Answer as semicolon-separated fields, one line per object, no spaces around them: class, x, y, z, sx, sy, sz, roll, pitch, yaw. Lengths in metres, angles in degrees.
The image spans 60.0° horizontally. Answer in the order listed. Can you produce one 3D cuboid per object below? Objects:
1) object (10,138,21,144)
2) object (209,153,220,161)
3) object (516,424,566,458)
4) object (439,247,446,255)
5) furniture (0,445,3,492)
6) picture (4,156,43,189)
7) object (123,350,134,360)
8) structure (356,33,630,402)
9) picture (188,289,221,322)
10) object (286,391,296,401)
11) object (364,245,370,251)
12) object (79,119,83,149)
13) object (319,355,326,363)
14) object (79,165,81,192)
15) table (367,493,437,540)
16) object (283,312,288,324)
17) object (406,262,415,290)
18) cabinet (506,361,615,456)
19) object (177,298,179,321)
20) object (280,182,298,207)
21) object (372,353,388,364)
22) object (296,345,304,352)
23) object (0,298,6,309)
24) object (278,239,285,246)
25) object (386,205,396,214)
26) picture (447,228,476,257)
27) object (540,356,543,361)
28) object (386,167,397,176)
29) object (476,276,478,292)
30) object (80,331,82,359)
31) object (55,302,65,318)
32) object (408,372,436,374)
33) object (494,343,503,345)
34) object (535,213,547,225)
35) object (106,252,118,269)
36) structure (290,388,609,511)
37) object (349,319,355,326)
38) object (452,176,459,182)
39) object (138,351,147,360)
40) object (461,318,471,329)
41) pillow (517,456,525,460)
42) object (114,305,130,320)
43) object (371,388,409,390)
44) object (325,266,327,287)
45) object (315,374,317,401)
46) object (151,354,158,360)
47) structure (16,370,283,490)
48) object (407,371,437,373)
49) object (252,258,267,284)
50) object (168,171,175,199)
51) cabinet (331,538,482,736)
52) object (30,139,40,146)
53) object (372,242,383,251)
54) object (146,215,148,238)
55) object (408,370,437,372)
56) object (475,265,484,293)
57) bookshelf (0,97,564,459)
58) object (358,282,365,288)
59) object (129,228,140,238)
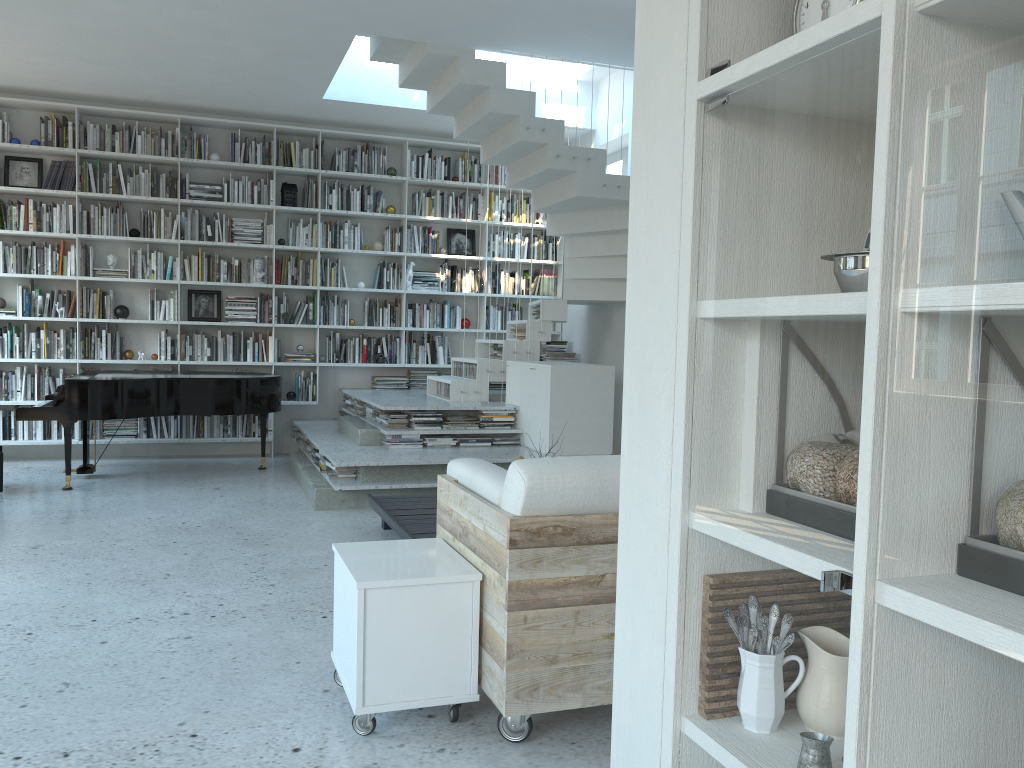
object;-4.325;-2.102;7.723;0.082;0.083;0.082;-2;5;-42
object;-2.770;-2.101;8.259;0.105;0.106;0.104;-2;5;-42
object;0.137;0.476;5.035;0.309;0.522;0.435;2;4;11
object;-0.714;-1.349;9.046;0.091;0.093;0.091;3;4;29
furniture;-3.858;0.590;6.395;0.240;0.354;0.467;-2;5;-44
picture;-4.314;-1.855;7.833;0.300;0.300;0.077;0;4;-19
object;-3.529;-0.270;8.163;0.091;0.092;0.091;-2;5;-42
structure;-0.142;-1.204;7.380;2.613;3.385;1.952;0;4;-19
picture;-2.916;-0.741;8.409;0.300;0.300;0.077;0;4;-19
object;-2.134;0.117;8.570;0.093;0.095;0.093;3;4;29
object;-1.445;-1.343;8.794;0.068;0.068;0.068;-2;5;-42
object;-3.851;-2.202;7.922;0.012;0.285;0.159;0;4;-19
object;-1.867;-0.248;8.736;0.071;0.072;0.071;3;4;29
object;-3.861;-1.819;7.946;0.012;0.254;0.160;0;4;-19
table;-0.096;0.829;5.136;1.270;0.218;1.256;0;3;-19
object;-2.159;-0.627;8.457;0.054;0.113;0.079;0;4;-21
object;-1.017;-1.071;8.821;0.087;0.288;0.075;2;4;16
cabinet;0.344;0.167;7.070;0.551;0.668;0.992;0;3;-19
object;-3.126;-0.696;8.306;0.017;0.216;0.103;0;4;-19
object;-2.128;-1.801;8.473;0.135;0.248;0.135;-1;4;-29
object;-1.301;-0.254;8.777;0.160;0.114;0.064;-1;4;-32
object;-2.050;-0.345;8.580;0.071;0.072;0.071;3;4;29
object;-4.496;-0.706;7.780;0.105;0.106;0.105;-2;5;-42
object;-2.197;-1.350;8.453;0.071;0.072;0.071;3;4;29
object;-1.201;-1.720;8.790;0.100;0.102;0.100;-2;5;-42
picture;-0.524;-1.457;9.197;0.300;0.300;0.077;0;4;-19
object;0.326;-0.269;9.532;0.071;0.072;0.071;3;4;29
object;-1.190;-2.088;8.760;0.104;0.105;0.104;3;4;29
object;-0.378;-1.040;9.215;0.022;0.212;0.178;0;4;-19
object;-3.898;-0.353;8.043;0.012;0.254;0.160;0;4;-19
object;-3.985;-0.653;7.817;0.081;0.140;0.044;-1;5;-36
object;-0.925;-0.115;9.108;0.254;0.006;0.160;0;3;-19
object;-0.075;-0.374;8.318;0.161;0.025;0.174;1;3;-15
object;0.344;-1.726;9.285;0.203;0.137;0.095;1;4;-3
object;-3.642;-1.120;8.071;0.095;0.157;0.121;1;4;-6
structure;-0.440;0.464;7.805;2.899;0.660;3.110;0;3;-19
object;-1.594;-0.611;8.809;0.071;0.072;0.071;3;4;29
object;-0.572;-2.067;8.977;0.071;0.072;0.071;3;4;29
object;-3.394;-0.265;8.141;0.060;0.095;0.078;1;3;-3
object;-0.487;-0.624;9.184;0.115;0.116;0.115;-2;5;-42
pillow;0.100;0.427;2.993;0.200;0.339;0.462;0;4;-25
object;-3.569;-0.656;8.110;0.133;0.135;0.134;3;4;29
object;-1.243;0.047;8.995;0.345;0.007;0.193;0;3;-24
object;-1.835;-1.049;8.711;0.013;0.208;0.139;0;4;-19
object;-1.919;0.034;8.675;0.011;0.260;0.141;0;4;-19
object;-3.304;-0.251;8.199;0.061;0.062;0.061;3;4;29
structure;-2.855;0.337;7.269;1.918;0.833;1.333;0;3;-19
object;-0.924;-0.126;9.108;0.285;0.005;0.159;0;3;-19
object;-2.387;-1.061;8.370;0.138;0.244;0.137;4;4;36
object;-3.097;-1.806;8.062;0.075;0.255;0.075;-2;5;-40
cabinet;-0.358;0.802;2.872;0.380;0.487;0.502;0;4;-19
object;-4.177;-2.101;7.775;0.082;0.083;0.082;-2;5;-42
object;-1.344;-1.365;8.853;0.111;0.113;0.111;-2;5;-42
object;-3.360;-1.437;8.158;0.010;0.225;0.142;0;4;-19
object;-0.920;-0.136;9.096;0.285;0.005;0.159;1;3;-14
object;-0.333;-1.068;9.082;0.087;0.288;0.075;2;4;16
bookshelf;-2.491;-0.855;8.429;6.297;3.145;0.330;0;4;-19
object;-1.492;-0.976;8.781;0.071;0.072;0.071;3;4;29
object;-3.440;-1.370;8.081;0.097;0.098;0.097;3;4;29
